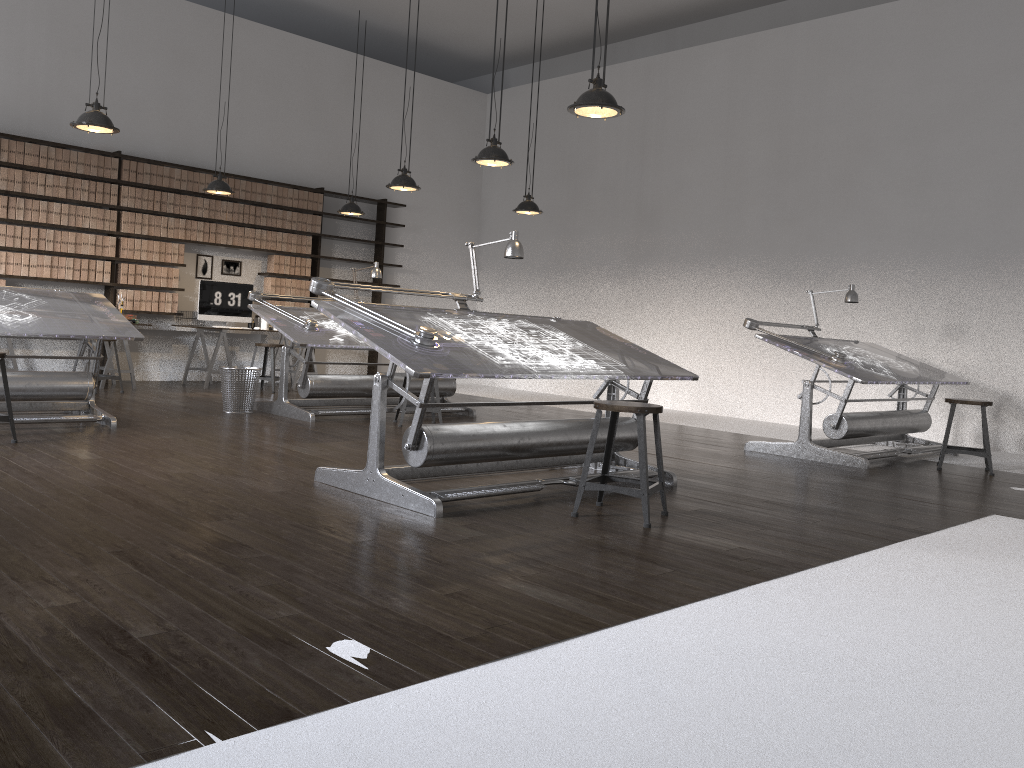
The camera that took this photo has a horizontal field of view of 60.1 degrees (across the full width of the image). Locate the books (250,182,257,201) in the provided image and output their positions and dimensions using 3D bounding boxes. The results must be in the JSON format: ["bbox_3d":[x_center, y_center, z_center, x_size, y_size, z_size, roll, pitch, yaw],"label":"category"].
[{"bbox_3d":[-3.103,-2.275,10.511,0.066,0.225,0.175,3,2,-44],"label":"books"}]

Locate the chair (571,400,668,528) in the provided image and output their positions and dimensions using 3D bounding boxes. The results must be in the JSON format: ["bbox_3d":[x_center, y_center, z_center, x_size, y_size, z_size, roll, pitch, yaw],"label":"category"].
[{"bbox_3d":[0.520,0.354,4.089,0.372,0.527,0.358,4,2,24],"label":"chair"}]

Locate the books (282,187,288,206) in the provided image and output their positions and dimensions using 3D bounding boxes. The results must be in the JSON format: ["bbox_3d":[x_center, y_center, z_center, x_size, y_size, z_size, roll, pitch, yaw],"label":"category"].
[{"bbox_3d":[-2.810,-2.274,10.796,0.066,0.225,0.175,3,2,-44],"label":"books"}]

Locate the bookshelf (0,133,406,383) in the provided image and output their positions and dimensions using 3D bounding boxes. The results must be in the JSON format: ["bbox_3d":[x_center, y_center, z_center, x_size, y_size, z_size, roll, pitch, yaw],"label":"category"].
[{"bbox_3d":[-4.949,-0.895,8.936,9.169,3.205,0.374,0,2,-44],"label":"bookshelf"}]

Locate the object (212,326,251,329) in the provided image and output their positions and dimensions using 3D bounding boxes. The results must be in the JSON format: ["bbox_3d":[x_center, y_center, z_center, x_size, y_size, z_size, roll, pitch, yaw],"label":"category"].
[{"bbox_3d":[-3.125,-0.628,9.890,0.119,0.017,0.438,6,5,41],"label":"object"}]

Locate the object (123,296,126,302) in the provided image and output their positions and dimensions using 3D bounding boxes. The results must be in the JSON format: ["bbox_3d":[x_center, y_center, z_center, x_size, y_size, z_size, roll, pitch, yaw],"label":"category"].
[{"bbox_3d":[-4.093,-0.827,9.285,0.071,0.186,0.008,3,0,-2],"label":"object"}]

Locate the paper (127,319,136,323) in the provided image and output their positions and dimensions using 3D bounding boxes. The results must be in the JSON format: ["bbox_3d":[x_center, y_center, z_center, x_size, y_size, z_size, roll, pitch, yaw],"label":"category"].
[{"bbox_3d":[-3.979,-0.652,9.176,0.155,0.038,0.138,2,4,-29],"label":"paper"}]

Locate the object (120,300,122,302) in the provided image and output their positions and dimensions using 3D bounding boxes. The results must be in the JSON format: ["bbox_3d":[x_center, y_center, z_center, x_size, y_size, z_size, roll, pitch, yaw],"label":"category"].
[{"bbox_3d":[-4.097,-0.813,9.275,0.008,0.153,0.038,4,1,5],"label":"object"}]

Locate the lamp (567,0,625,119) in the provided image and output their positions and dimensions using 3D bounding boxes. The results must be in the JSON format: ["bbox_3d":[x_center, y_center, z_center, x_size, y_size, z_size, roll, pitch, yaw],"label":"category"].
[{"bbox_3d":[0.518,-2.578,4.734,0.313,2.251,0.310,4,1,26],"label":"lamp"}]

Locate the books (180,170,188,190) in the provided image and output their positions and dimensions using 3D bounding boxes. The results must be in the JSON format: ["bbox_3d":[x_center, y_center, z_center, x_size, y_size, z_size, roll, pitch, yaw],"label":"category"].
[{"bbox_3d":[-3.708,-2.277,9.920,0.067,0.226,0.175,3,2,-44],"label":"books"}]

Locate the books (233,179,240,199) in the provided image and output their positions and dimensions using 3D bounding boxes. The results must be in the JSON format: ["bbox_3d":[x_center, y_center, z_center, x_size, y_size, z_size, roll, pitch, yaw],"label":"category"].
[{"bbox_3d":[-3.257,-2.276,10.363,0.066,0.225,0.175,3,2,-44],"label":"books"}]

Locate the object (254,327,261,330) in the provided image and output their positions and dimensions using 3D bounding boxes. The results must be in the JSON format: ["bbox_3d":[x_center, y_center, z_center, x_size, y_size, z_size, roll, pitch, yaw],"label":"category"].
[{"bbox_3d":[-2.910,-0.637,10.116,0.106,0.028,0.059,6,4,42],"label":"object"}]

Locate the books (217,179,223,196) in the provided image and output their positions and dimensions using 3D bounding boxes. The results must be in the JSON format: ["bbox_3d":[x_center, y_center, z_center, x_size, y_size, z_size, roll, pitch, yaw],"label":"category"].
[{"bbox_3d":[-3.409,-2.276,10.213,0.066,0.225,0.175,3,2,-44],"label":"books"}]

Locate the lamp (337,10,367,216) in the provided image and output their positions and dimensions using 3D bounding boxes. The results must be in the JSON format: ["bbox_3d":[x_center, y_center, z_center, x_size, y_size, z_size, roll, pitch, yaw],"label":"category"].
[{"bbox_3d":[-1.725,-3.022,9.864,0.310,2.251,0.313,3,1,-19],"label":"lamp"}]

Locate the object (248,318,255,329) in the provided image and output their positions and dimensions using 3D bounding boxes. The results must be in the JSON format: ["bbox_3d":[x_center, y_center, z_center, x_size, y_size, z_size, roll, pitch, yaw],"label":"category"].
[{"bbox_3d":[-3.058,-0.715,10.404,0.092,0.142,0.096,4,2,25],"label":"object"}]

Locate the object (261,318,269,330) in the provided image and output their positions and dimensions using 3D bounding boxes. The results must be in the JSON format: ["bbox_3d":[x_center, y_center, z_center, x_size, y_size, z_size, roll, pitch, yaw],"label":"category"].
[{"bbox_3d":[-2.885,-0.704,10.353,0.094,0.144,0.095,3,1,-18],"label":"object"}]

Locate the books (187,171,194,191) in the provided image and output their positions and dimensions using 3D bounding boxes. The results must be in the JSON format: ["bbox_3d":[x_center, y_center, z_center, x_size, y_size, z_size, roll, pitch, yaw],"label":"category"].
[{"bbox_3d":[-3.660,-2.277,9.972,0.066,0.225,0.175,3,2,-44],"label":"books"}]

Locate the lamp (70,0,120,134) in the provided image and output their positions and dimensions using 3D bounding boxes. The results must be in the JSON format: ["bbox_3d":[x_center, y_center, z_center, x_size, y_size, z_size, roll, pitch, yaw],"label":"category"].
[{"bbox_3d":[-2.763,-2.854,6.004,0.310,2.251,0.313,3,1,-24],"label":"lamp"}]

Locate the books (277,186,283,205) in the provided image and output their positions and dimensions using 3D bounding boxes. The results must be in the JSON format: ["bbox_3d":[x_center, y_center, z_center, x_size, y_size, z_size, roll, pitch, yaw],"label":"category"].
[{"bbox_3d":[-2.859,-2.274,10.746,0.066,0.225,0.175,3,2,-44],"label":"books"}]

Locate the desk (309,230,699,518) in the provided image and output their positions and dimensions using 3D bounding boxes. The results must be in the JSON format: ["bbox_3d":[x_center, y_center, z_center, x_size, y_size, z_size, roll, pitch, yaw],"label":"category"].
[{"bbox_3d":[-0.022,-0.157,4.782,2.067,1.386,1.079,1,3,-44],"label":"desk"}]

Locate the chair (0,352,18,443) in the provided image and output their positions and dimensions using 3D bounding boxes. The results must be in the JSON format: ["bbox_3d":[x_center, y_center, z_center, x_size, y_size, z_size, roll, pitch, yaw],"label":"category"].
[{"bbox_3d":[-3.079,0.078,5.044,0.372,0.527,0.358,4,2,24],"label":"chair"}]

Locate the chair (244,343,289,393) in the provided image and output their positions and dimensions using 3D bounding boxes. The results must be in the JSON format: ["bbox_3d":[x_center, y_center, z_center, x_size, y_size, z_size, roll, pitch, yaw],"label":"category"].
[{"bbox_3d":[-2.671,-0.177,9.716,0.372,0.527,0.358,4,1,14],"label":"chair"}]

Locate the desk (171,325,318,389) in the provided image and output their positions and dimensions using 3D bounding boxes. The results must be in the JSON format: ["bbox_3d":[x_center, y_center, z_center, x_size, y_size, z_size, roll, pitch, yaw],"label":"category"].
[{"bbox_3d":[-2.990,-0.299,10.217,1.667,0.669,0.657,1,3,-44],"label":"desk"}]

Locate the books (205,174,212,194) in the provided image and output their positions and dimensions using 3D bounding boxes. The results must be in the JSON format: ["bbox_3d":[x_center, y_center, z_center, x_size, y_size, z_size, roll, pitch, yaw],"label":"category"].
[{"bbox_3d":[-3.504,-2.276,10.115,0.066,0.225,0.175,3,2,-44],"label":"books"}]

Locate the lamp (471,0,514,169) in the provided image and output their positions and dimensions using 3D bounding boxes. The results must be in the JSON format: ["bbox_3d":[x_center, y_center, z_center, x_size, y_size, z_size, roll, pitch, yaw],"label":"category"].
[{"bbox_3d":[-0.071,-2.705,6.363,0.310,2.264,0.313,3,1,-19],"label":"lamp"}]

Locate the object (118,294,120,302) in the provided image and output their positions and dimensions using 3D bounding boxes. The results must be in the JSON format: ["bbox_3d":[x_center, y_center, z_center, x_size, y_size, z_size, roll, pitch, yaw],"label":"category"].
[{"bbox_3d":[-4.107,-0.839,9.274,0.055,0.214,0.007,3,1,-37],"label":"object"}]

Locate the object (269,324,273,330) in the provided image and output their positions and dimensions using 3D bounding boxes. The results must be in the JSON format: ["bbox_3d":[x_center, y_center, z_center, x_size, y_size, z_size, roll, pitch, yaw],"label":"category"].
[{"bbox_3d":[-2.850,-0.708,10.441,0.068,0.155,0.068,4,1,22],"label":"object"}]

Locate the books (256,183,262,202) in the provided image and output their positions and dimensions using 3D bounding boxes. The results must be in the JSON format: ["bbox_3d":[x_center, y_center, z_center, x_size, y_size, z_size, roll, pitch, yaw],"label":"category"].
[{"bbox_3d":[-3.051,-2.274,10.553,0.067,0.226,0.175,3,2,-44],"label":"books"}]

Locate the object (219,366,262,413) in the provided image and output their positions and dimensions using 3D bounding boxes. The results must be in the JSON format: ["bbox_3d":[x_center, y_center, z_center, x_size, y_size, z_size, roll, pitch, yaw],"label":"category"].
[{"bbox_3d":[-2.291,0.050,7.446,0.352,0.377,0.354,3,2,-22],"label":"object"}]

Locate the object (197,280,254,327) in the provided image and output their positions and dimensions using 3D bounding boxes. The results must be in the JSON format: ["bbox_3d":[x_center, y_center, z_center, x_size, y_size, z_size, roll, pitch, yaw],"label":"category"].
[{"bbox_3d":[-3.274,-0.899,10.081,0.642,0.517,0.205,1,2,-44],"label":"object"}]

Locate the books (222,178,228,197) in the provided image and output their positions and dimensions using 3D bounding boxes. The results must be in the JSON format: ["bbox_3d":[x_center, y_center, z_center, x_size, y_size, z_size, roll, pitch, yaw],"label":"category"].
[{"bbox_3d":[-3.364,-2.276,10.260,0.066,0.225,0.175,3,2,-44],"label":"books"}]

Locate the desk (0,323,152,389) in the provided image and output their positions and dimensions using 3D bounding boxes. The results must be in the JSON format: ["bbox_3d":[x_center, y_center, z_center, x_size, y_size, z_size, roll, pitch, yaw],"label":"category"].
[{"bbox_3d":[-4.529,-0.304,8.731,1.667,0.669,0.657,1,3,-44],"label":"desk"}]

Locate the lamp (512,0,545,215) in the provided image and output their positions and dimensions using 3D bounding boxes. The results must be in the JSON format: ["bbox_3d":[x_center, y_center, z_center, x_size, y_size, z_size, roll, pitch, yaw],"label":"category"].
[{"bbox_3d":[0.226,-2.845,8.891,0.313,2.251,0.310,4,1,26],"label":"lamp"}]

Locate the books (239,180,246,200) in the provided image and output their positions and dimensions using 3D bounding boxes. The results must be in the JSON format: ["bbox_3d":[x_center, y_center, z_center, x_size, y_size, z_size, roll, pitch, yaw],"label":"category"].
[{"bbox_3d":[-3.202,-2.275,10.409,0.066,0.225,0.175,3,2,-44],"label":"books"}]

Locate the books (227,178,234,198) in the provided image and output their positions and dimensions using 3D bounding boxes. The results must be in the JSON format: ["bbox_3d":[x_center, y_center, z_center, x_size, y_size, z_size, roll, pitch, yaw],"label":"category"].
[{"bbox_3d":[-3.307,-2.275,10.307,0.067,0.226,0.175,3,2,-44],"label":"books"}]

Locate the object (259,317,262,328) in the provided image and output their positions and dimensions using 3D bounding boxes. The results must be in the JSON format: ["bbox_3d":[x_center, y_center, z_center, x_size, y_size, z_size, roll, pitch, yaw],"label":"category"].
[{"bbox_3d":[-2.938,-0.713,10.447,0.096,0.143,0.096,3,2,-27],"label":"object"}]

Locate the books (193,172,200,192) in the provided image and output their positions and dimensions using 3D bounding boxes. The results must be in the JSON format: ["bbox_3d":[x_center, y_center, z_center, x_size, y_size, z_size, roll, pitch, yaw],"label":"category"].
[{"bbox_3d":[-3.611,-2.277,10.022,0.066,0.225,0.175,3,2,-44],"label":"books"}]

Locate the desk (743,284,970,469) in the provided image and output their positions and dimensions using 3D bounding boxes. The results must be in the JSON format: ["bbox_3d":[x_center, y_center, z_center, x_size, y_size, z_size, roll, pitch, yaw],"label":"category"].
[{"bbox_3d":[2.800,-0.131,7.213,2.067,1.386,1.079,1,3,-44],"label":"desk"}]

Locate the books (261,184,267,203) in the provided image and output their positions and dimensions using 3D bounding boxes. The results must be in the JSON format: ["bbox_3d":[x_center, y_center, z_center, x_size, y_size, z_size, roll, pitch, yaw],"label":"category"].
[{"bbox_3d":[-3.006,-2.275,10.603,0.066,0.225,0.175,3,2,-44],"label":"books"}]

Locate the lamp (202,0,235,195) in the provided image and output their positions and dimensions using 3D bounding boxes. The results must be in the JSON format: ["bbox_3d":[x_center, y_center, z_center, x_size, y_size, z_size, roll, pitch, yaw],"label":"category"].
[{"bbox_3d":[-2.842,-3.025,8.785,0.310,2.251,0.313,3,1,-19],"label":"lamp"}]

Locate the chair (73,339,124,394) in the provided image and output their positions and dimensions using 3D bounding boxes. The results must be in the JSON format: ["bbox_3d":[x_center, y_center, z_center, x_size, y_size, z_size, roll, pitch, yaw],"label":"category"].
[{"bbox_3d":[-3.955,-0.178,8.439,0.359,0.527,0.371,4,2,19],"label":"chair"}]

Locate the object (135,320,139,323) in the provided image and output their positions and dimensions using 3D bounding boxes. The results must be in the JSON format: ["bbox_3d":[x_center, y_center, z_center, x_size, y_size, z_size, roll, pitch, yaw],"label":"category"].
[{"bbox_3d":[-3.943,-0.658,9.298,0.049,0.037,0.049,1,3,-41],"label":"object"}]

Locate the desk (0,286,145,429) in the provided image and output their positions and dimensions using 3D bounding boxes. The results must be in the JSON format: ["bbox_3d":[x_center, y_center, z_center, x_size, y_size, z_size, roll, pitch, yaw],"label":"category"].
[{"bbox_3d":[-3.695,-0.433,5.659,2.278,1.386,1.079,1,3,-44],"label":"desk"}]

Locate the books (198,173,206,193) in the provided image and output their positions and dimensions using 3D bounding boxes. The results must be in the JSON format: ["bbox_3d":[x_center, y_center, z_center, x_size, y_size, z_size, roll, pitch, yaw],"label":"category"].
[{"bbox_3d":[-3.558,-2.276,10.068,0.066,0.225,0.175,3,2,-44],"label":"books"}]

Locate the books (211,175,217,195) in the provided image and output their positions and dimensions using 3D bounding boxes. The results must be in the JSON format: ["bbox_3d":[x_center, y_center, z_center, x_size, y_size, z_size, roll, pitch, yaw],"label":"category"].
[{"bbox_3d":[-3.452,-2.276,10.166,0.067,0.226,0.175,3,2,-44],"label":"books"}]

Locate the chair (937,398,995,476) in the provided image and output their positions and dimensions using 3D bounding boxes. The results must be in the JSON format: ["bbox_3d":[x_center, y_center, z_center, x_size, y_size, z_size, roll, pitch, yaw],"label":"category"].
[{"bbox_3d":[3.346,0.380,6.523,0.372,0.527,0.358,4,2,24],"label":"chair"}]

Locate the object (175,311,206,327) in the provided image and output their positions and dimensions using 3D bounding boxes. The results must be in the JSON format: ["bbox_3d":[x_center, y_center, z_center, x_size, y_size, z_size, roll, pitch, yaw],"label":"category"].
[{"bbox_3d":[-3.584,-0.729,9.877,0.204,0.161,0.284,5,3,38],"label":"object"}]

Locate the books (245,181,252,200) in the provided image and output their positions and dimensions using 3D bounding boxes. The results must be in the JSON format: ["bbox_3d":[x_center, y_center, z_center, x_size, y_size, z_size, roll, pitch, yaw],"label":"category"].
[{"bbox_3d":[-3.154,-2.275,10.462,0.066,0.225,0.175,3,2,-44],"label":"books"}]

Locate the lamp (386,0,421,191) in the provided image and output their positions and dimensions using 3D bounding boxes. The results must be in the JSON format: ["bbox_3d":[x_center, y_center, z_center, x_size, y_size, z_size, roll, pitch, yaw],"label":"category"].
[{"bbox_3d":[-0.891,-2.848,7.812,0.310,2.251,0.313,3,1,-19],"label":"lamp"}]

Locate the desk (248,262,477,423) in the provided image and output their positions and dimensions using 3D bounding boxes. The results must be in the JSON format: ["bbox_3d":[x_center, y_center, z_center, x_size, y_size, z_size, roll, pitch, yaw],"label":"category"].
[{"bbox_3d":[-1.286,-0.426,7.987,2.067,1.386,1.079,1,3,-44],"label":"desk"}]

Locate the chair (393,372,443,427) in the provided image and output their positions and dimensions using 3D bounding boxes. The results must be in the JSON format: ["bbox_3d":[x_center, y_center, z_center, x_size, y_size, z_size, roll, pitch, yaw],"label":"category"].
[{"bbox_3d":[-0.761,0.085,7.294,0.371,0.527,0.359,3,1,-16],"label":"chair"}]

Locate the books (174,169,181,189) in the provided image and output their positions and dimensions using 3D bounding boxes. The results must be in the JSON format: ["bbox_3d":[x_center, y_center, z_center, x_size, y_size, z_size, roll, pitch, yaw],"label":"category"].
[{"bbox_3d":[-3.761,-2.277,9.872,0.066,0.225,0.175,3,2,-44],"label":"books"}]

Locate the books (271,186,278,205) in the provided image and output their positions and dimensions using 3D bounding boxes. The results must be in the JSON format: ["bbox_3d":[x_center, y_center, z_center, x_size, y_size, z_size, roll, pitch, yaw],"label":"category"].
[{"bbox_3d":[-2.906,-2.274,10.695,0.067,0.226,0.175,3,2,-44],"label":"books"}]

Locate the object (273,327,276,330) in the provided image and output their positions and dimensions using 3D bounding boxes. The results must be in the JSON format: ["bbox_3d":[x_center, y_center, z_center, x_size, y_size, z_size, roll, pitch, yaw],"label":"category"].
[{"bbox_3d":[-2.742,-0.721,10.450,0.145,0.196,0.144,4,2,18],"label":"object"}]
